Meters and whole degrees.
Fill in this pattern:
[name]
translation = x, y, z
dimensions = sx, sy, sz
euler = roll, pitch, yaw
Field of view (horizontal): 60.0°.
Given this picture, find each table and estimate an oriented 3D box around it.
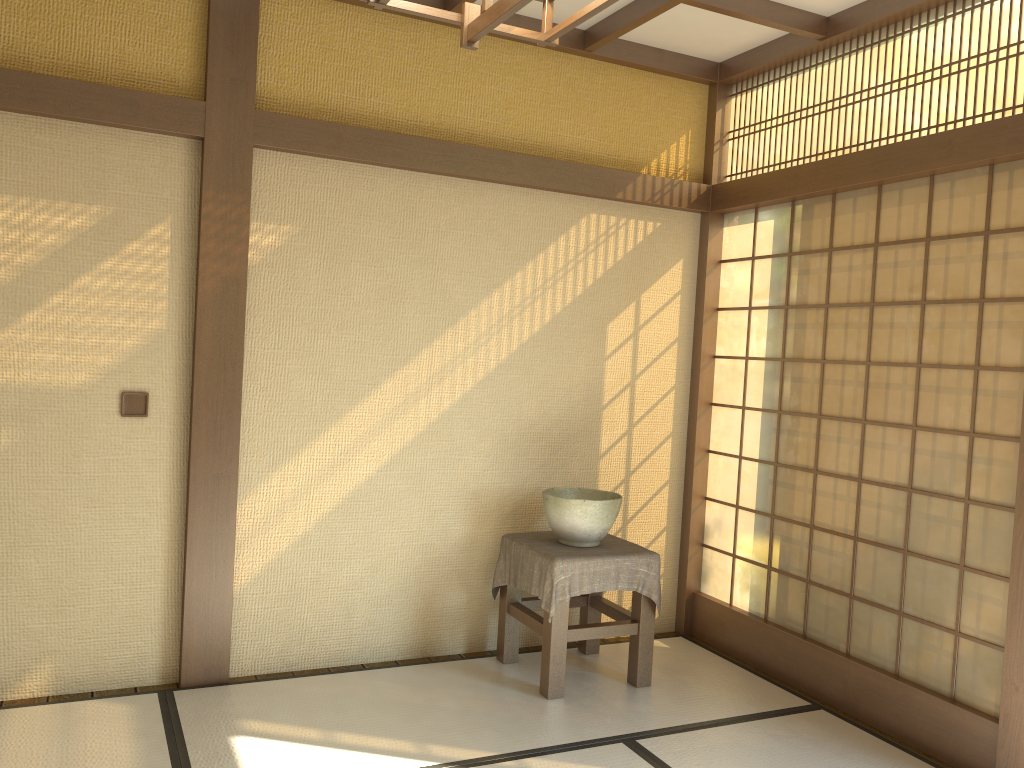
[table]
translation = 0.281, 1.010, 4.013
dimensions = 0.629, 0.595, 0.633
euler = 2, 2, -26

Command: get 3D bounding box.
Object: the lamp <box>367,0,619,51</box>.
[lamp]
translation = 0.022, -0.950, 0.931
dimensions = 0.240, 1.129, 0.240
euler = 2, 2, -26

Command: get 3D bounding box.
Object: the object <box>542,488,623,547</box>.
[object]
translation = 0.310, 0.604, 3.988
dimensions = 0.358, 0.230, 0.357
euler = 4, 2, 34
